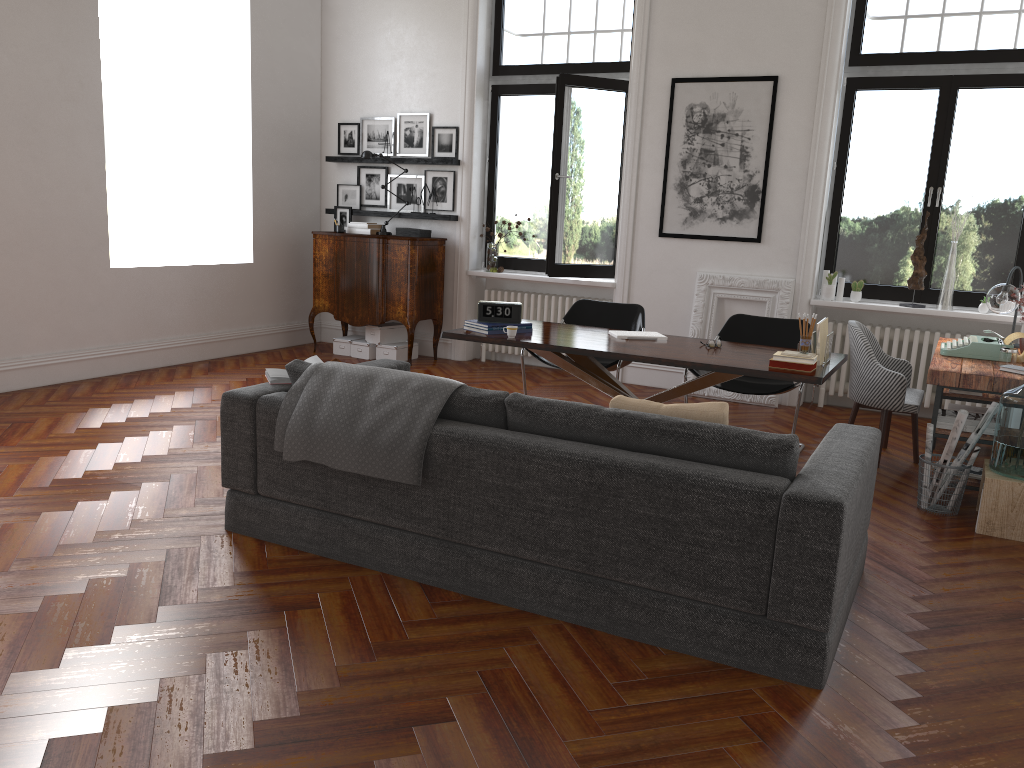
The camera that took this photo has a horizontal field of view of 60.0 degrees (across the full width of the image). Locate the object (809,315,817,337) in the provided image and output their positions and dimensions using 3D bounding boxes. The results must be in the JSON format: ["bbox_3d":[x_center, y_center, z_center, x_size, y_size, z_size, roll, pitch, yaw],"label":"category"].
[{"bbox_3d":[1.564,-0.269,4.635,0.008,0.195,0.044,-5,14,-32],"label":"object"}]

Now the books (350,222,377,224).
[{"bbox_3d":[-1.465,-1.591,8.769,0.200,0.014,0.178,8,12,26],"label":"books"}]

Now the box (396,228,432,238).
[{"bbox_3d":[-0.959,-1.473,8.639,0.281,0.087,0.208,8,12,26],"label":"box"}]

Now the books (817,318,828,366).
[{"bbox_3d":[1.718,-0.237,4.904,0.043,0.240,0.309,9,13,26],"label":"books"}]

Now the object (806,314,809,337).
[{"bbox_3d":[1.540,-0.270,4.630,0.008,0.196,0.036,12,15,38],"label":"object"}]

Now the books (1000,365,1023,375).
[{"bbox_3d":[2.828,-0.081,4.952,0.129,0.031,0.213,-2,12,-26],"label":"books"}]

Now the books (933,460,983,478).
[{"bbox_3d":[2.592,0.490,5.123,0.267,0.014,0.195,11,14,37],"label":"books"}]

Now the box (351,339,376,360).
[{"bbox_3d":[-1.400,-0.350,8.915,0.244,0.177,0.393,10,13,31],"label":"box"}]

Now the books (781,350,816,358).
[{"bbox_3d":[1.508,-0.157,4.665,0.159,0.008,0.128,9,12,27],"label":"books"}]

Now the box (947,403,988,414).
[{"bbox_3d":[3.219,0.203,6.268,0.256,0.066,0.237,8,12,27],"label":"box"}]

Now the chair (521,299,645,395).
[{"bbox_3d":[0.551,-0.137,6.389,0.751,0.876,0.743,9,13,26],"label":"chair"}]

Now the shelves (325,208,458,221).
[{"bbox_3d":[-1.228,-1.705,8.923,1.513,0.055,0.155,8,12,26],"label":"shelves"}]

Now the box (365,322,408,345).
[{"bbox_3d":[-1.248,-0.507,8.841,0.209,0.177,0.393,11,14,36],"label":"box"}]

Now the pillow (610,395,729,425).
[{"bbox_3d":[0.630,0.262,3.488,0.485,0.462,0.225,8,13,26],"label":"pillow"}]

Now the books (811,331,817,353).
[{"bbox_3d":[1.687,-0.212,4.947,0.040,0.158,0.128,9,13,26],"label":"books"}]

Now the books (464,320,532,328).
[{"bbox_3d":[-0.085,-0.381,5.533,0.344,0.017,0.249,-6,14,-38],"label":"books"}]

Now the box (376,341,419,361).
[{"bbox_3d":[-1.140,-0.318,8.821,0.244,0.177,0.393,8,12,26],"label":"box"}]

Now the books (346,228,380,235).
[{"bbox_3d":[-1.460,-1.516,8.798,0.294,0.057,0.229,8,12,26],"label":"books"}]

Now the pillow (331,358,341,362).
[{"bbox_3d":[-0.705,0.076,4.256,0.330,0.398,0.468,-3,13,-26],"label":"pillow"}]

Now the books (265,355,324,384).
[{"bbox_3d":[-1.021,-0.071,4.220,0.278,0.096,0.224,-1,12,-21],"label":"books"}]

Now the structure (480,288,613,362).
[{"bbox_3d":[0.327,-0.492,8.703,1.451,0.782,0.224,8,13,26],"label":"structure"}]

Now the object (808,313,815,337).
[{"bbox_3d":[1.569,-0.277,4.670,0.032,0.196,0.008,-1,13,-19],"label":"object"}]

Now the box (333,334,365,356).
[{"bbox_3d":[-1.633,-0.390,9.064,0.209,0.177,0.393,7,12,21],"label":"box"}]

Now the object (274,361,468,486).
[{"bbox_3d":[-0.594,0.139,3.734,0.751,0.389,0.399,8,13,26],"label":"object"}]

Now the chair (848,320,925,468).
[{"bbox_3d":[2.453,0.055,5.854,0.547,0.903,0.714,7,12,19],"label":"chair"}]

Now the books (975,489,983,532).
[{"bbox_3d":[2.450,0.659,4.472,0.170,0.233,0.012,9,13,26],"label":"books"}]

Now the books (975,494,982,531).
[{"bbox_3d":[2.456,0.657,4.484,0.170,0.233,0.012,9,13,26],"label":"books"}]

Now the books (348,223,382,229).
[{"bbox_3d":[-1.454,-1.566,8.792,0.239,0.044,0.254,8,12,26],"label":"books"}]

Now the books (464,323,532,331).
[{"bbox_3d":[-0.086,-0.364,5.536,0.344,0.017,0.249,-6,14,-38],"label":"books"}]

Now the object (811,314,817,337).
[{"bbox_3d":[1.571,-0.271,4.644,0.008,0.196,0.038,-6,15,-36],"label":"object"}]

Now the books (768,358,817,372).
[{"bbox_3d":[1.480,-0.106,4.671,0.215,0.040,0.159,9,12,28],"label":"books"}]

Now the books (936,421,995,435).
[{"bbox_3d":[2.571,0.231,5.043,0.308,0.038,0.225,8,12,25],"label":"books"}]

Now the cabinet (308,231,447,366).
[{"bbox_3d":[-1.360,-0.865,8.813,1.264,1.223,0.638,9,13,26],"label":"cabinet"}]

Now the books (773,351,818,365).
[{"bbox_3d":[1.491,-0.138,4.664,0.207,0.029,0.163,8,12,24],"label":"books"}]

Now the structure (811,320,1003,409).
[{"bbox_3d":[3.233,-0.069,7.270,1.451,0.782,0.224,8,13,26],"label":"structure"}]

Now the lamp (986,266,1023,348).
[{"bbox_3d":[3.367,-0.522,6.006,0.441,0.552,0.207,-7,15,-39],"label":"lamp"}]

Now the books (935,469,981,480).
[{"bbox_3d":[2.591,0.505,5.126,0.267,0.014,0.195,8,12,25],"label":"books"}]

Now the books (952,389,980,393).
[{"bbox_3d":[3.188,0.020,6.224,0.209,0.023,0.250,8,12,26],"label":"books"}]

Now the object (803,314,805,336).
[{"bbox_3d":[1.527,-0.270,4.636,0.049,0.194,0.008,-7,15,-39],"label":"object"}]

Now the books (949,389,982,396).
[{"bbox_3d":[3.188,0.042,6.230,0.209,0.024,0.247,8,12,26],"label":"books"}]

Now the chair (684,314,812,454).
[{"bbox_3d":[1.596,0.015,5.874,0.751,0.876,0.743,9,13,26],"label":"chair"}]

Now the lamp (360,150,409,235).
[{"bbox_3d":[-1.251,-1.866,8.703,0.491,0.806,0.173,1,12,-9],"label":"lamp"}]

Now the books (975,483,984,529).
[{"bbox_3d":[2.477,0.641,4.505,0.187,0.259,0.054,9,13,27],"label":"books"}]

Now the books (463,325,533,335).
[{"bbox_3d":[-0.088,-0.346,5.555,0.347,0.027,0.263,-6,14,-38],"label":"books"}]

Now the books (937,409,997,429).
[{"bbox_3d":[2.584,0.197,5.038,0.308,0.038,0.225,8,12,26],"label":"books"}]

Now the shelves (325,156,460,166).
[{"bbox_3d":[-1.202,-2.219,8.813,1.513,0.055,0.157,8,12,26],"label":"shelves"}]

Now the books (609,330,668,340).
[{"bbox_3d":[0.794,-0.306,5.601,0.325,0.026,0.230,1,11,-8],"label":"books"}]

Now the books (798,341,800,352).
[{"bbox_3d":[1.626,-0.190,4.935,0.028,0.125,0.220,9,13,26],"label":"books"}]

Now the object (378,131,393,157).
[{"bbox_3d":[-1.258,-2.384,8.823,0.174,0.261,0.040,9,13,26],"label":"object"}]
